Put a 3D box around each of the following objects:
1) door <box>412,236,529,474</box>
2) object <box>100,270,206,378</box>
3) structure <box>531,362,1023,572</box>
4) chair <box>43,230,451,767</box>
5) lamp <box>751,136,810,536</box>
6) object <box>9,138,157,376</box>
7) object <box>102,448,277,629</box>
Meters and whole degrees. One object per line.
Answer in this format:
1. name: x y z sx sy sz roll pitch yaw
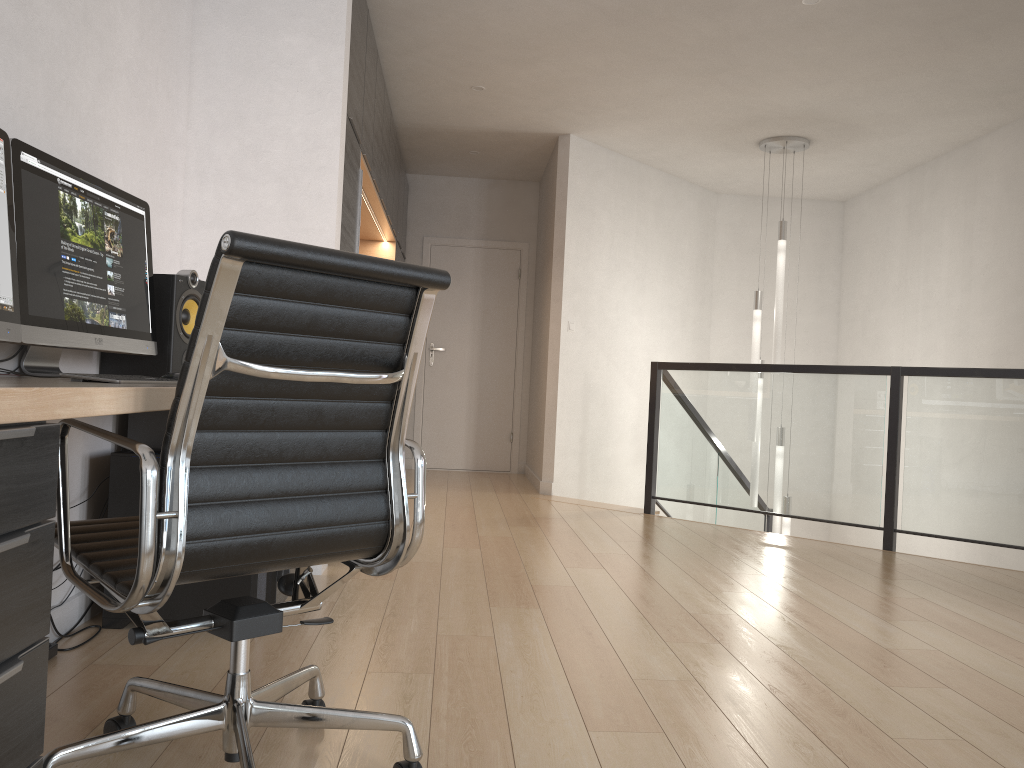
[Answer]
1. door: -0.379 -0.261 8.154 0.974 2.136 0.085 3 0 -4
2. object: -1.130 -0.189 2.827 0.249 0.354 0.198 3 0 11
3. structure: 2.581 2.107 6.076 4.190 4.339 2.823 3 0 41
4. chair: -0.530 0.263 1.663 0.664 0.991 0.699 3 0 -43
5. lamp: 1.981 -0.930 6.582 0.359 6.725 0.359 3 0 33
6. object: -1.133 -0.283 2.327 0.190 0.535 0.716 3 0 1
7. object: -0.984 0.481 2.773 0.474 0.527 0.215 3 0 -4
